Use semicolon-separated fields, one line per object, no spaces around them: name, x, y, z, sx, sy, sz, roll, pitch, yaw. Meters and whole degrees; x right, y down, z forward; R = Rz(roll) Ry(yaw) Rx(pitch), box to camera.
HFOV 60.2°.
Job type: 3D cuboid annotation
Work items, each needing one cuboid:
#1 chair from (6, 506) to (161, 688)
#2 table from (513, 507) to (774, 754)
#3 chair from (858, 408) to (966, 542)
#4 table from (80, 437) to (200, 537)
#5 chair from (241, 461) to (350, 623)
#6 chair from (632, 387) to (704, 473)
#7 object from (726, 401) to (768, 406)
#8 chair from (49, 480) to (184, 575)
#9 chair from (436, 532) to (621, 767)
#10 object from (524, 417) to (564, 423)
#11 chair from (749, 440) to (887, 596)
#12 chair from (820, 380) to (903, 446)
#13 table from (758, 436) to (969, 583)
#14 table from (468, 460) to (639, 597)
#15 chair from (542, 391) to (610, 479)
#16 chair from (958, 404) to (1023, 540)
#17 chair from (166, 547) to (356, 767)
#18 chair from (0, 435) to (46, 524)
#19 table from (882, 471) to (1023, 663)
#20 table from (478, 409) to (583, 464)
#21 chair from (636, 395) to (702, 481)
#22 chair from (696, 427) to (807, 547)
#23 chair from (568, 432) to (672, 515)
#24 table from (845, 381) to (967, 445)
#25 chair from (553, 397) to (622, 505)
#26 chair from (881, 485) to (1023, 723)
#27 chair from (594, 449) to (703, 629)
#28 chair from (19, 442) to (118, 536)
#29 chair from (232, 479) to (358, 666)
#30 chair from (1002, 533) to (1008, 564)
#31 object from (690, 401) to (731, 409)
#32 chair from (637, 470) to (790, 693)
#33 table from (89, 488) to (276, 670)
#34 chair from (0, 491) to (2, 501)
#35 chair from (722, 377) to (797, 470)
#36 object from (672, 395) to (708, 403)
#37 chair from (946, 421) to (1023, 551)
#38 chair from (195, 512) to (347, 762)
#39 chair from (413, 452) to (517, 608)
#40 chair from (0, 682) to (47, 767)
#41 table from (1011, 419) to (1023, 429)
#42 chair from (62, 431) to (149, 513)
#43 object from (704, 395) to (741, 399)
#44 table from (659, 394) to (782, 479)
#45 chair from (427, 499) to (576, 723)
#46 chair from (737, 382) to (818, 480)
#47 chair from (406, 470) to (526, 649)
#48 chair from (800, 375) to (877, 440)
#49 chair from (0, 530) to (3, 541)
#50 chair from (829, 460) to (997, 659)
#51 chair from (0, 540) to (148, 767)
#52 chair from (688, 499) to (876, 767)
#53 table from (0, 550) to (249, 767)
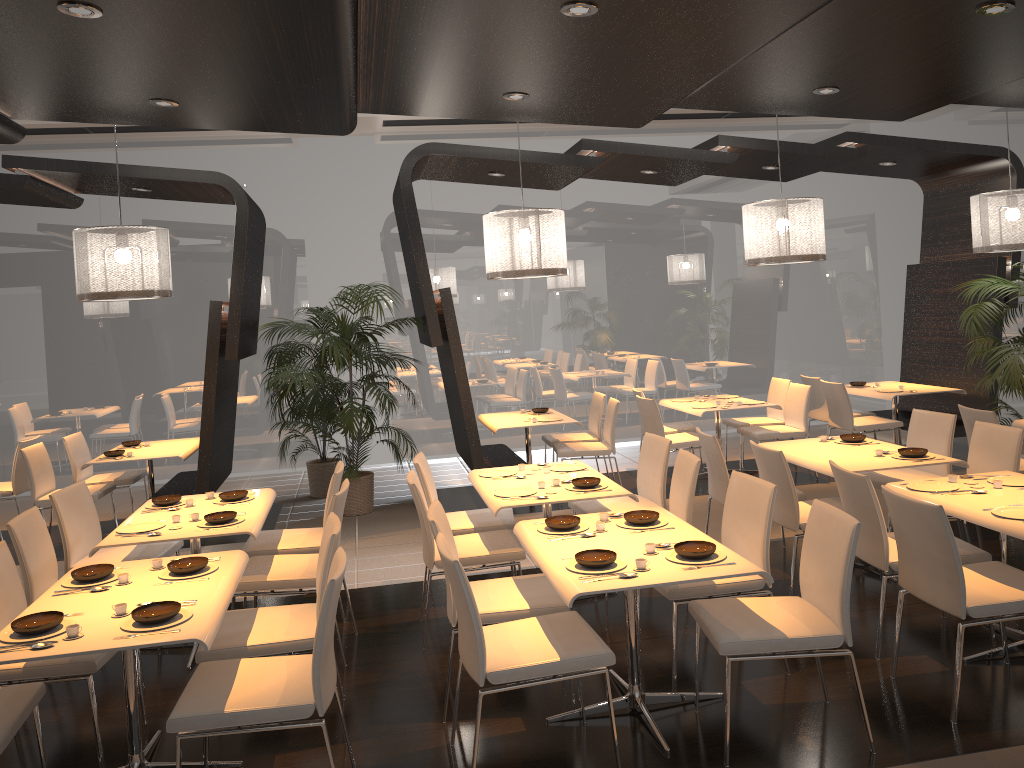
chair;-2.186;1.073;4.526;0.606;0.869;0.484;-4;2;-12
table;0.516;1.045;3.815;0.801;0.725;1.150;-4;4;-10
chair;2.687;0.644;6.064;0.606;0.869;0.484;-4;2;-12
table;-3.149;0.932;7.723;0.801;0.725;1.150;-4;4;-10
chair;-1.292;0.951;5.315;0.605;0.869;0.484;-4;2;-7
chair;1.553;0.469;8.908;0.605;0.869;0.485;-4;1;-2
object;2.211;0.166;8.405;0.335;0.038;0.377;-5;5;-21
chair;-2.317;1.022;5.206;0.605;0.869;0.485;-4;1;-2
chair;0.039;1.030;3.448;0.606;0.869;0.484;-4;2;-12
object;0.283;0.313;8.064;0.335;0.038;0.377;-5;5;-21
chair;1.774;0.775;5.215;0.605;0.873;0.484;-4;1;-7
chair;3.373;0.390;8.560;0.605;0.873;0.484;-4;1;-7
table;2.313;0.778;5.652;1.054;0.725;1.150;-4;4;-10
table;0.221;0.938;5.279;0.801;0.725;1.150;-4;4;-10
chair;0.629;0.546;8.693;0.605;0.873;0.484;-4;1;-7
chair;3.541;0.582;6.207;0.605;0.873;0.485;-4;1;-2
chair;-0.884;1.108;3.219;0.605;0.873;0.484;-4;1;-7
chair;-4.510;0.935;7.804;0.605;0.873;0.484;-4;1;-7
table;2.457;0.898;4.158;0.801;0.725;1.150;-4;4;-10
table;0.161;0.679;8.326;0.801;0.725;1.150;-4;4;-10
chair;1.513;0.534;8.207;0.606;0.873;0.484;-4;2;-12
chair;1.573;0.728;5.875;0.605;0.869;0.485;-4;1;-2
chair;0.719;0.794;5.713;0.606;0.869;0.484;-4;2;-12
table;3.891;0.397;8.966;0.801;0.725;1.150;-4;4;-10
chair;0.695;0.594;8.059;0.605;0.869;0.485;-4;1;-2
chair;1.980;0.885;3.790;0.605;0.873;0.484;-4;1;-7
chair;0.770;0.853;5.019;0.605;0.873;0.485;-4;1;-2
chair;-3.667;0.923;7.318;0.605;0.869;0.484;-4;2;-7
chair;-1.153;0.995;4.702;0.605;0.869;0.485;-4;1;-2
chair;2.956;0.757;4.592;0.606;0.873;0.484;-4;2;-12
object;1.866;0.198;8.271;0.335;0.038;0.377;-5;5;-16
chair;0.939;0.910;4.236;0.606;0.873;0.484;-4;2;-12
table;-1.759;1.086;4.948;0.801;0.725;1.150;-4;4;-10
chair;-3.223;1.098;4.966;0.605;0.869;0.484;-4;2;-7
chair;2.529;0.400;9.047;0.605;0.873;0.484;-4;1;-7
object;1.789;0.151;8.876;0.335;0.038;0.377;-5;5;-16
chair;2.738;0.701;5.369;0.605;0.869;0.484;-4;2;-7
chair;-1.023;1.064;3.832;0.606;0.873;0.484;-4;2;-12
chair;-0.286;0.871;5.527;0.605;0.869;0.485;-4;1;-2
chair;-1.998;1.190;3.031;0.606;0.869;0.484;-4;2;-12
table;4.156;0.639;5.962;0.801;0.725;1.150;-4;4;-10
chair;-3.654;0.867;7.965;0.605;0.869;0.484;-4;2;-7
object;2.118;0.119;9.014;0.335;0.038;0.377;-5;5;-21
table;2.020;0.539;8.642;0.801;0.725;1.150;-4;4;-10
chair;-0.059;0.985;4.041;0.605;0.869;0.485;-4;1;-2
chair;2.516;0.454;8.400;0.605;0.869;0.484;-4;2;-7
chair;-0.256;0.923;4.911;0.605;0.869;0.484;-4;2;-7
chair;3.386;0.332;9.207;0.605;0.869;0.484;-4;2;-7
chair;-4.523;0.991;7.157;0.605;0.873;0.484;-4;1;-7
chair;1.964;0.832;4.415;0.605;0.873;0.485;-4;1;-2
chair;-1.958;1.127;3.731;0.605;0.869;0.485;-4;1;-2
chair;1.065;0.959;3.556;0.605;0.869;0.485;-4;1;-2
table;-1.490;1.197;3.466;0.801;0.725;1.150;-4;4;-10
